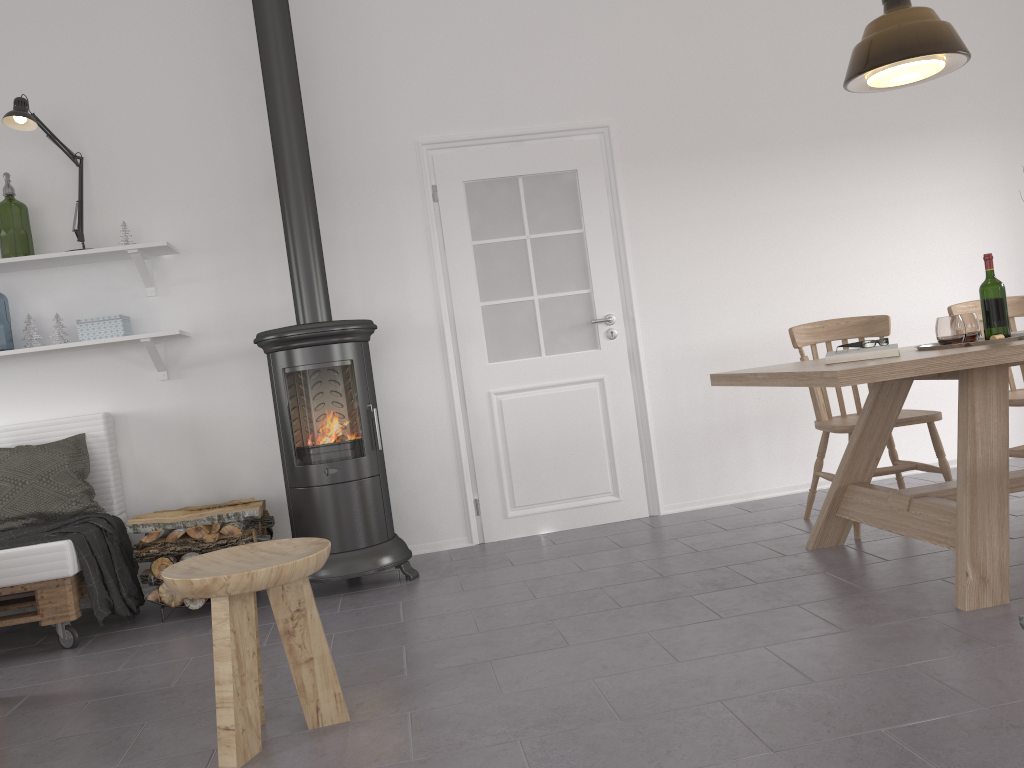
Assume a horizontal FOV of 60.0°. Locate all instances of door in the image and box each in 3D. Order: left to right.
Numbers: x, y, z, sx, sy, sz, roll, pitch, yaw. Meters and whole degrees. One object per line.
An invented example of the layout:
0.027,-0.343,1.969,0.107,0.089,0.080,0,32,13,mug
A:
0.148,-0.229,4.591,0.902,2.013,0.101,-8,1,-8,door

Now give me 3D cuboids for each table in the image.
2.032,0.178,3.190,2.300,0.749,1.001,-8,1,-8,table

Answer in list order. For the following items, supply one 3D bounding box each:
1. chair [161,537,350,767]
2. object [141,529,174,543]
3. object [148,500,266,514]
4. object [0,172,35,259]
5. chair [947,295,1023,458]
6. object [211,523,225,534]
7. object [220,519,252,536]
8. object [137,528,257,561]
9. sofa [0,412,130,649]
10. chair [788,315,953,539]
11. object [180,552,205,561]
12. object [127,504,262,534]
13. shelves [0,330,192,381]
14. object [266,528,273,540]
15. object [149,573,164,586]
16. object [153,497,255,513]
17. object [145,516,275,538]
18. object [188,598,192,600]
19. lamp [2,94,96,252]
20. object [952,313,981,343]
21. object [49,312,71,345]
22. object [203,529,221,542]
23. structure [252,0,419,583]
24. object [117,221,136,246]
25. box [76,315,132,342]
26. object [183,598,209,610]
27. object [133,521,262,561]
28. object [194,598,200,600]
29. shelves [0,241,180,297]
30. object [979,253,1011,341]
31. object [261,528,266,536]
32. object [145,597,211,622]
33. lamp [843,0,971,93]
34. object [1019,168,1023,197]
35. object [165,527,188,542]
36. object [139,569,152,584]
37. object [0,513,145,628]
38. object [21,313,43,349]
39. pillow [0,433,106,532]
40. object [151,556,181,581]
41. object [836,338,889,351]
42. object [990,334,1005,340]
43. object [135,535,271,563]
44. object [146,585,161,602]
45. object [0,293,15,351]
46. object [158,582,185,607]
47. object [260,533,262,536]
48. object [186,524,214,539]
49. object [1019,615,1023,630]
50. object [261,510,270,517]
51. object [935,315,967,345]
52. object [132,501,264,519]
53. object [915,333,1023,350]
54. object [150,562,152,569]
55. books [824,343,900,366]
-0.665,0.692,2.346,0.431,0.479,0.431,-8,1,-12,chair
-1.541,0.650,3.964,0.098,0.061,0.467,-8,1,-7,object
-1.404,0.587,4.051,0.541,0.070,0.101,-8,1,-7,object
-2.306,-0.770,4.094,0.136,0.415,0.136,-7,1,25,object
2.332,0.044,3.974,0.506,0.902,0.519,-8,1,-8,chair
-1.297,0.619,3.992,0.044,0.034,0.425,-8,1,-9,object
-1.230,0.610,4.011,0.098,0.088,0.466,-8,1,-7,object
-1.349,0.690,3.817,0.480,0.104,0.126,-8,1,-6,object
-2.654,0.730,2.752,2.017,0.932,2.855,-8,1,-8,sofa
1.555,0.150,3.863,0.506,0.902,0.519,-8,1,-3,chair
-1.404,0.769,4.001,0.110,0.109,0.463,-8,1,-10,object
-1.377,0.585,3.841,0.571,0.079,0.115,-8,1,-7,object
-2.428,-0.023,4.082,1.820,0.212,0.269,-8,1,-8,shelves
-1.190,0.742,4.036,0.118,0.142,0.520,-8,1,-5,object
-1.347,0.825,3.871,0.468,0.069,0.095,-8,1,-8,object
-1.424,0.589,4.133,0.467,0.063,0.095,-8,1,-8,object
-1.376,0.663,4.051,0.562,0.057,0.097,-8,1,-9,object
-1.389,0.880,3.992,0.057,0.050,0.561,-8,1,-8,object
-2.072,-0.942,4.031,0.196,0.703,0.439,-7,1,12,lamp
1.632,-0.200,3.193,0.095,0.106,0.095,-7,1,21,object
-2.116,-0.254,4.138,0.088,0.161,0.093,-8,1,1,object
-1.309,0.641,3.970,0.059,0.048,0.529,-8,1,-8,object
-1.098,-1.509,4.037,0.643,4.887,0.626,-8,1,-32,structure
-1.818,-0.699,4.175,0.073,0.142,0.072,-7,1,25,object
-1.912,-0.255,4.167,0.202,0.110,0.137,-8,1,-8,box
-1.367,0.917,4.007,0.095,0.063,0.562,-8,1,-7,object
-1.391,0.691,3.938,0.538,0.082,0.099,-8,1,-9,object
-1.331,0.870,4.001,0.097,0.056,0.562,-8,1,-9,object
-2.483,-0.430,4.074,1.820,0.212,0.269,-8,1,-8,shelves
1.671,-0.302,3.082,0.081,0.303,0.081,-9,2,-41,object
-1.407,0.708,4.065,0.539,0.070,0.101,-8,1,-7,object
-1.364,0.933,4.028,0.456,0.118,0.478,-8,1,-8,object
1.208,-2.307,3.067,0.410,2.502,0.410,-8,1,-3,lamp
1.982,-0.527,3.125,0.291,0.666,0.313,-6,2,45,object
-1.459,0.641,3.981,0.098,0.060,0.467,-8,1,-5,object
-1.367,0.830,3.953,0.539,0.070,0.101,-8,1,-7,object
-2.339,0.870,3.715,1.449,0.508,0.716,-8,1,-19,object
-2.251,-0.245,4.150,0.097,0.178,0.103,-6,2,45,object
-2.108,0.440,3.905,0.519,0.395,0.334,-8,1,-30,pillow
-1.519,0.785,4.009,0.103,0.107,0.516,-8,1,-9,object
1.204,-0.135,3.044,0.141,0.030,0.135,-8,1,-23,object
1.632,-0.153,2.983,0.046,0.024,0.024,-8,1,-28,object
-1.356,0.723,3.914,0.562,0.063,0.095,-8,1,-7,object
-1.558,0.898,4.020,0.052,0.056,0.561,-8,1,-8,object
-2.380,-0.305,4.066,0.137,0.335,0.137,-8,1,-19,object
-1.462,0.896,4.017,0.118,0.142,0.520,-8,1,-5,object
-1.371,0.715,3.999,0.467,0.067,0.098,-8,1,-7,object
-1.371,0.628,3.994,0.096,0.068,0.467,-8,1,-9,object
0.867,0.262,1.038,0.348,0.120,0.462,-9,1,-38,object
-1.388,0.676,4.169,0.483,0.097,0.123,-8,1,-6,object
1.517,-0.182,3.066,0.095,0.106,0.095,-7,1,21,object
-1.398,0.585,3.946,0.562,0.074,0.095,-8,1,-7,object
1.617,-0.147,3.087,0.394,0.014,0.394,-7,1,36,object
-1.394,0.828,4.163,0.569,0.078,0.115,-8,1,-7,object
1.205,-0.105,3.046,0.231,0.040,0.342,-7,1,24,books
